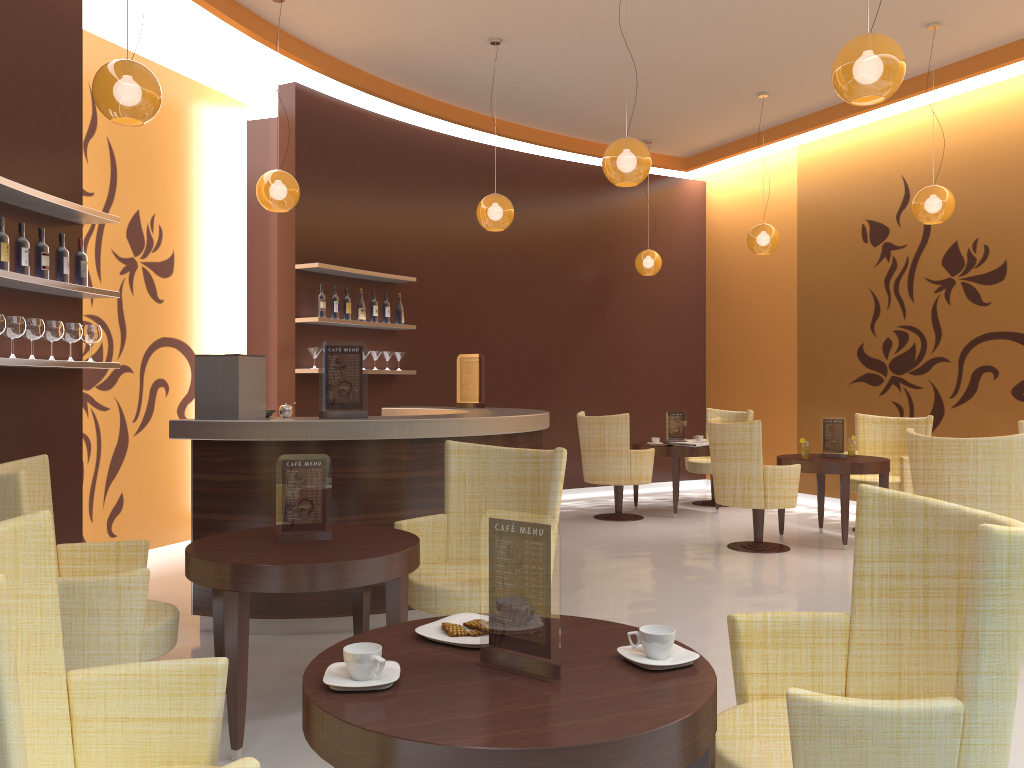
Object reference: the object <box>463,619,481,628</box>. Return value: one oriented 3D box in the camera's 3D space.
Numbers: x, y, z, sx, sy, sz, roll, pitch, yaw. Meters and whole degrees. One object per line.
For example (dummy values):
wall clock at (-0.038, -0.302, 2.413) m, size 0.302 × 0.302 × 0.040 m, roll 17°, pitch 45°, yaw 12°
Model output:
object at (-0.087, 0.589, 2.180) m, size 0.053 × 0.014 × 0.055 m, roll 0°, pitch 0°, yaw -44°

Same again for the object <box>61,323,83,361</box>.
object at (-2.508, -0.234, 5.040) m, size 0.125 × 0.221 × 0.125 m, roll 0°, pitch 0°, yaw -3°

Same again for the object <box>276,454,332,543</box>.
object at (-0.801, 0.438, 3.416) m, size 0.209 × 0.335 × 0.042 m, roll 0°, pitch 0°, yaw -14°

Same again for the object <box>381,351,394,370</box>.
object at (-1.149, -0.211, 8.178) m, size 0.137 × 0.174 × 0.137 m, roll 0°, pitch 0°, yaw -3°

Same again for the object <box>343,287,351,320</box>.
object at (-1.441, -0.693, 7.739) m, size 0.073 × 0.297 × 0.073 m, roll 0°, pitch 0°, yaw -30°

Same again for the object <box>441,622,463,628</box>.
object at (-0.145, 0.588, 2.148) m, size 0.052 × 0.018 × 0.055 m, roll 0°, pitch 0°, yaw -3°

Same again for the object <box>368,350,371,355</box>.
object at (-1.329, -0.211, 7.924) m, size 0.137 × 0.174 × 0.137 m, roll 0°, pitch 0°, yaw 38°

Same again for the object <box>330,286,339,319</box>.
object at (-1.520, -0.693, 7.604) m, size 0.073 × 0.297 × 0.073 m, roll 0°, pitch 0°, yaw 10°

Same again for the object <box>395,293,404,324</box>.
object at (-1.052, -0.699, 8.297) m, size 0.086 × 0.303 × 0.086 m, roll 0°, pitch 0°, yaw -13°

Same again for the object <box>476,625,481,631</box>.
object at (-0.054, 0.581, 2.119) m, size 0.052 × 0.016 × 0.055 m, roll 0°, pitch 0°, yaw -28°

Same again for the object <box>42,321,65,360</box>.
object at (-2.528, -0.234, 4.871) m, size 0.125 × 0.221 × 0.125 m, roll 0°, pitch 0°, yaw -3°

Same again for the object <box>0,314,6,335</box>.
object at (-2.568, -0.234, 4.378) m, size 0.125 × 0.221 × 0.125 m, roll 0°, pitch 0°, yaw -3°

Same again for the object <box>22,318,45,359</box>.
object at (-2.546, -0.234, 4.704) m, size 0.125 × 0.221 × 0.125 m, roll 0°, pitch 0°, yaw -3°

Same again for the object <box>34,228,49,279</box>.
object at (-2.539, -0.693, 4.786) m, size 0.073 × 0.297 × 0.073 m, roll 0°, pitch 0°, yaw -18°

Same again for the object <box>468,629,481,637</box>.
object at (-0.086, 0.593, 2.114) m, size 0.051 × 0.018 × 0.054 m, roll 0°, pitch 0°, yaw -40°

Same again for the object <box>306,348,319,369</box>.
object at (-1.648, -0.212, 7.403) m, size 0.137 × 0.174 × 0.137 m, roll 0°, pitch 0°, yaw 27°

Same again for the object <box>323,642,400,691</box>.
object at (-0.305, 0.571, 1.805) m, size 0.153 × 0.069 × 0.153 m, roll 0°, pitch 0°, yaw -5°

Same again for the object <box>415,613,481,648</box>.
object at (-0.095, 0.596, 2.140) m, size 0.234 × 0.020 × 0.234 m, roll 0°, pitch 0°, yaw 34°

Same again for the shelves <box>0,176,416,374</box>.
shelves at (-1.943, -0.542, 6.225) m, size 0.586 × 0.902 × 4.744 m, roll 0°, pitch 0°, yaw 20°

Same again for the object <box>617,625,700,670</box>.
object at (0.319, 0.571, 1.939) m, size 0.153 × 0.069 × 0.153 m, roll 0°, pitch 0°, yaw -27°

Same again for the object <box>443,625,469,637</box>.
object at (-0.133, 0.586, 2.103) m, size 0.051 × 0.018 × 0.054 m, roll 0°, pitch 0°, yaw -29°

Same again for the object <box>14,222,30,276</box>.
object at (-2.557, -0.693, 4.626) m, size 0.073 × 0.297 × 0.073 m, roll 0°, pitch 0°, yaw -18°

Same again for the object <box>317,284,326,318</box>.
object at (-1.603, -0.693, 7.455) m, size 0.073 × 0.297 × 0.073 m, roll 0°, pitch 0°, yaw 10°

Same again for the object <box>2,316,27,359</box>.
object at (-2.557, -0.234, 4.541) m, size 0.125 × 0.221 × 0.125 m, roll 0°, pitch 0°, yaw -3°

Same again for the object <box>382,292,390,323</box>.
object at (-1.158, -0.693, 8.156) m, size 0.073 × 0.297 × 0.073 m, roll 0°, pitch 0°, yaw 10°

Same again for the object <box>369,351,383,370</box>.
object at (-1.242, -0.211, 8.051) m, size 0.137 × 0.174 × 0.137 m, roll 0°, pitch 0°, yaw 38°

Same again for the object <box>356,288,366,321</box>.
object at (-1.346, -0.699, 7.899) m, size 0.086 × 0.303 × 0.086 m, roll 0°, pitch 0°, yaw -44°

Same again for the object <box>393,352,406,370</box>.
object at (-1.059, -0.211, 8.304) m, size 0.137 × 0.174 × 0.137 m, roll 0°, pitch 0°, yaw 38°

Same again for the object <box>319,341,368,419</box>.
object at (-0.903, -0.023, 4.757) m, size 0.258 × 0.414 × 0.052 m, roll 0°, pitch 0°, yaw -14°

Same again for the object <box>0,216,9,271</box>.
object at (-2.570, -0.693, 4.460) m, size 0.073 × 0.297 × 0.073 m, roll 0°, pitch 0°, yaw 32°

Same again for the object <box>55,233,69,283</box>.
object at (-2.517, -0.693, 4.960) m, size 0.073 × 0.297 × 0.073 m, roll 0°, pitch 0°, yaw -30°

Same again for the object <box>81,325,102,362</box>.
object at (-2.474, -0.234, 5.206) m, size 0.125 × 0.221 × 0.125 m, roll 0°, pitch 0°, yaw -3°

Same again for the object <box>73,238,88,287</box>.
object at (-2.492, -0.693, 5.123) m, size 0.073 × 0.297 × 0.073 m, roll 0°, pitch 0°, yaw -18°

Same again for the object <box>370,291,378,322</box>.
object at (-1.250, -0.693, 8.026) m, size 0.073 × 0.297 × 0.073 m, roll 0°, pitch 0°, yaw 10°
